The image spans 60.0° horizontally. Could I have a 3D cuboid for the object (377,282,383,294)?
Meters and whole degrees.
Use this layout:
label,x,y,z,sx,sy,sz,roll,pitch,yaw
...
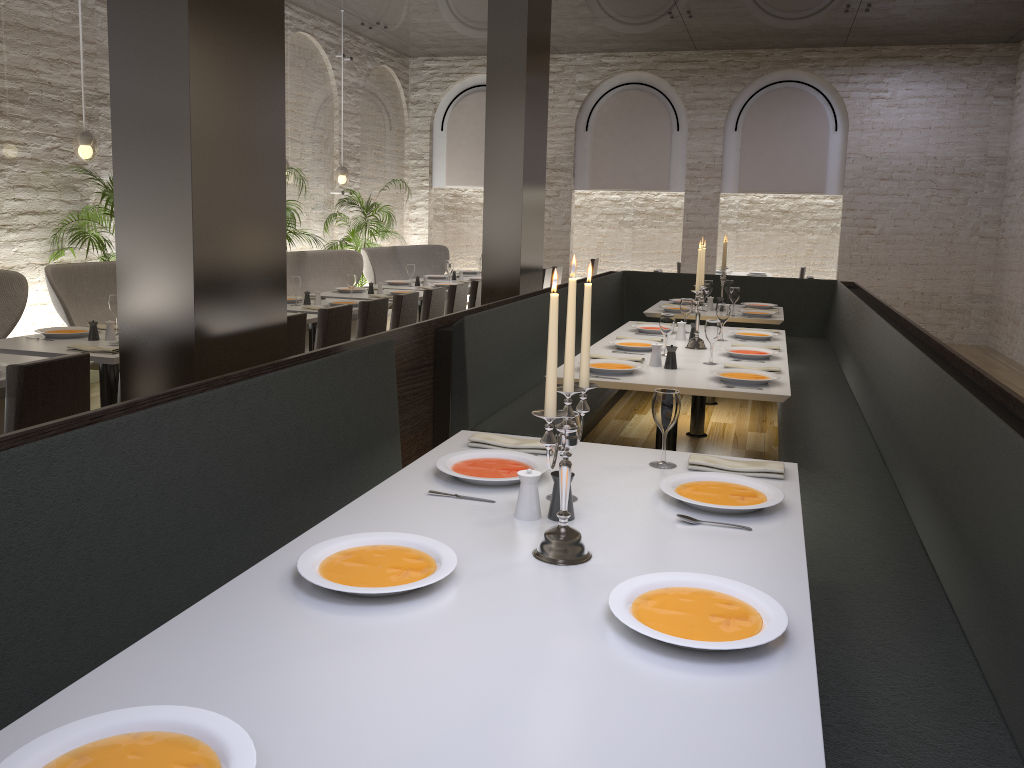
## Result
label,x,y,z,sx,sy,sz,roll,pitch,yaw
object,-1.219,-0.888,8.189,0.059,0.109,0.060,3,9,8

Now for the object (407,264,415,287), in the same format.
label,x,y,z,sx,sy,sz,roll,pitch,yaw
object,-1.042,-1.118,9.124,0.086,0.229,0.087,-7,12,-43

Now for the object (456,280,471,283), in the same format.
label,x,y,z,sx,sy,sz,roll,pitch,yaw
object,-0.476,-1.144,9.923,0.273,0.033,0.143,5,11,16

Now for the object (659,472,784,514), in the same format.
label,x,y,z,sx,sy,sz,roll,pitch,yaw
object,0.551,0.294,2.341,0.322,0.036,0.323,9,13,35

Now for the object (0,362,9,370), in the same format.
label,x,y,z,sx,sy,sz,roll,pitch,yaw
object,-2.308,-0.051,3.752,0.321,0.036,0.323,1,11,-6

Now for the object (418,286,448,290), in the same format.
label,x,y,z,sx,sy,sz,roll,pitch,yaw
object,-0.787,-0.957,8.875,0.273,0.033,0.143,5,11,16

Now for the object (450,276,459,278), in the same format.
label,x,y,z,sx,sy,sz,roll,pitch,yaw
object,-0.774,-1.304,10.735,0.273,0.033,0.143,5,11,16

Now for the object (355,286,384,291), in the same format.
label,x,y,z,sx,sy,sz,roll,pitch,yaw
object,-1.401,-0.928,8.623,0.273,0.033,0.143,5,11,16

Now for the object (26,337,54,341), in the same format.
label,x,y,z,sx,sy,sz,roll,pitch,yaw
object,-2.559,-0.245,4.807,0.185,0.010,0.017,5,10,16

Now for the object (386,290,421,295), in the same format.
label,x,y,z,sx,sy,sz,roll,pitch,yaw
object,-1.000,-0.835,8.152,0.321,0.036,0.323,1,11,-6

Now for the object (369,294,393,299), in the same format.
label,x,y,z,sx,sy,sz,roll,pitch,yaw
object,-1.103,-0.767,7.812,0.273,0.033,0.143,5,11,16

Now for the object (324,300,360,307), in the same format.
label,x,y,z,sx,sy,sz,roll,pitch,yaw
object,-1.331,-0.637,7.039,0.321,0.036,0.323,1,11,-6

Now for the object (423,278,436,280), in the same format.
label,x,y,z,sx,sy,sz,roll,pitch,yaw
object,-0.944,-1.213,10.242,0.185,0.010,0.017,5,10,16

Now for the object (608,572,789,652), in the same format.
label,x,y,z,sx,sy,sz,roll,pitch,yaw
object,0.336,0.423,1.619,0.321,0.036,0.324,0,11,-8

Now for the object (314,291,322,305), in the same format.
label,x,y,z,sx,sy,sz,roll,pitch,yaw
object,-1.549,-0.690,7.076,0.059,0.109,0.060,3,9,8

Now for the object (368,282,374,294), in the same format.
label,x,y,z,sx,sy,sz,roll,pitch,yaw
object,-1.299,-0.886,8.165,0.059,0.109,0.060,3,9,8

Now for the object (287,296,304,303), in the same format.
label,x,y,z,sx,sy,sz,roll,pitch,yaw
object,-1.846,-0.680,7.189,0.321,0.036,0.323,1,11,-6

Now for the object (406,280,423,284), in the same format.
label,x,y,z,sx,sy,sz,roll,pitch,yaw
object,-1.086,-1.117,9.686,0.273,0.033,0.143,5,11,16

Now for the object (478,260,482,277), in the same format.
label,x,y,z,sx,sy,sz,roll,pitch,yaw
object,-0.360,-1.360,10.528,0.086,0.229,0.087,-7,12,-43

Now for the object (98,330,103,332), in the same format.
label,x,y,z,sx,sy,sz,roll,pitch,yaw
object,-2.456,-0.309,5.149,0.181,0.015,0.038,5,11,17

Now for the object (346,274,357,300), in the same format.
label,x,y,z,sx,sy,sz,roll,pitch,yaw
object,-1.321,-0.784,7.292,0.086,0.229,0.087,-4,10,-31

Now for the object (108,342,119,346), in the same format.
label,x,y,z,sx,sy,sz,roll,pitch,yaw
object,-2.044,-0.205,4.657,0.181,0.015,0.038,5,11,17

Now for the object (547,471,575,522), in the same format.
label,x,y,z,sx,sy,sz,roll,pitch,yaw
object,0.122,0.271,2.170,0.069,0.126,0.069,3,9,10

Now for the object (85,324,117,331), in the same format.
label,x,y,z,sx,sy,sz,roll,pitch,yaw
object,-2.389,-0.336,5.300,0.273,0.033,0.143,5,11,16

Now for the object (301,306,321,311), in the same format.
label,x,y,z,sx,sy,sz,roll,pitch,yaw
object,-1.434,-0.569,6.698,0.273,0.033,0.143,5,11,16

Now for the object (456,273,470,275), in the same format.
label,x,y,z,sx,sy,sz,roll,pitch,yaw
object,-0.622,-1.406,11.326,0.185,0.010,0.017,5,10,16

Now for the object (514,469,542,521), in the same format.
label,x,y,z,sx,sy,sz,roll,pitch,yaw
object,0.041,0.269,2.168,0.069,0.126,0.069,3,9,10

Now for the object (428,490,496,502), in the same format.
label,x,y,z,sx,sy,sz,roll,pitch,yaw
object,-0.130,0.292,2.304,0.185,0.010,0.017,5,10,16

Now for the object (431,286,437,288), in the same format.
label,x,y,z,sx,sy,sz,roll,pitch,yaw
object,-0.741,-0.986,9.043,0.181,0.015,0.038,5,11,17

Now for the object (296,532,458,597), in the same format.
label,x,y,z,sx,sy,sz,roll,pitch,yaw
object,-0.272,0.372,1.795,0.321,0.036,0.324,0,11,-8

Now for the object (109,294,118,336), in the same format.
label,x,y,z,sx,sy,sz,roll,pitch,yaw
object,-2.251,-0.393,5.055,0.086,0.229,0.087,-4,10,-31

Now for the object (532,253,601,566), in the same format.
label,x,y,z,sx,sy,sz,roll,pitch,yaw
object,0.119,0.050,1.889,0.132,0.653,0.392,6,10,26

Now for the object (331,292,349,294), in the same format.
label,x,y,z,sx,sy,sz,roll,pitch,yaw
object,-1.571,-0.837,8.130,0.185,0.010,0.017,5,10,16

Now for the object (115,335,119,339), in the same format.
label,x,y,z,sx,sy,sz,roll,pitch,yaw
object,-1.987,-0.243,4.829,0.322,0.036,0.323,-7,13,-38

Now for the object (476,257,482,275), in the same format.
label,x,y,z,sx,sy,sz,roll,pitch,yaw
object,-0.414,-1.494,11.239,0.086,0.229,0.087,-7,12,-43

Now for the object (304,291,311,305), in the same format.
label,x,y,z,sx,sy,sz,roll,pitch,yaw
object,-1.630,-0.688,7.051,0.059,0.109,0.060,3,9,8

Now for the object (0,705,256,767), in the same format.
label,x,y,z,sx,sy,sz,roll,pitch,yaw
object,-0.481,0.498,1.090,0.321,0.036,0.324,0,11,-8

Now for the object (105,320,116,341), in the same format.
label,x,y,z,sx,sy,sz,roll,pitch,yaw
object,-2.206,-0.296,4.865,0.059,0.109,0.060,6,10,24

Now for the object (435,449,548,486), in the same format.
label,x,y,z,sx,sy,sz,roll,pitch,yaw
object,-0.057,0.244,2.518,0.322,0.036,0.323,9,13,35

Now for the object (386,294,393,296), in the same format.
label,x,y,z,sx,sy,sz,roll,pitch,yaw
object,-1.057,-0.797,7.980,0.181,0.015,0.038,5,11,17

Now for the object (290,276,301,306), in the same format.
label,x,y,z,sx,sy,sz,roll,pitch,yaw
object,-1.693,-0.727,6.932,0.086,0.229,0.087,-4,10,-31

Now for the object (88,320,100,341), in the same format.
label,x,y,z,sx,sy,sz,roll,pitch,yaw
object,-2.286,-0.294,4.841,0.059,0.109,0.060,6,10,24

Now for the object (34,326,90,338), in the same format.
label,x,y,z,sx,sy,sz,roll,pitch,yaw
object,-2.502,-0.286,4.979,0.322,0.036,0.323,-7,13,-38

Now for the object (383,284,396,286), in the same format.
label,x,y,z,sx,sy,sz,roll,pitch,yaw
object,-1.255,-1.026,9.193,0.185,0.010,0.017,5,10,16

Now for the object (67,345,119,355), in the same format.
label,x,y,z,sx,sy,sz,roll,pitch,yaw
object,-2.091,-0.176,4.488,0.273,0.033,0.143,5,11,16

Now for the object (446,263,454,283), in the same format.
label,x,y,z,sx,sy,sz,roll,pitch,yaw
object,-0.670,-1.174,9.485,0.086,0.229,0.087,-7,12,-43

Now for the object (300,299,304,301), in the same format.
label,x,y,z,sx,sy,sz,roll,pitch,yaw
object,-1.800,-0.702,7.359,0.181,0.015,0.038,5,11,17

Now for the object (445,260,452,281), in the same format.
label,x,y,z,sx,sy,sz,roll,pitch,yaw
object,-0.732,-1.304,10.167,0.086,0.229,0.087,-7,12,-43

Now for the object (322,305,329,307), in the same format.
label,x,y,z,sx,sy,sz,roll,pitch,yaw
object,-1.388,-0.599,6.867,0.181,0.015,0.038,5,11,17

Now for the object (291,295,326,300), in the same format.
label,x,y,z,sx,sy,sz,roll,pitch,yaw
object,-1.732,-0.729,7.510,0.273,0.033,0.143,5,11,16

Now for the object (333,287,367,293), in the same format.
label,x,y,z,sx,sy,sz,roll,pitch,yaw
object,-1.515,-0.878,8.302,0.321,0.036,0.323,1,11,-6

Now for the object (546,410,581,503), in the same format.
label,x,y,z,sx,sy,sz,roll,pitch,yaw
object,0.134,0.188,2.310,0.086,0.229,0.087,6,10,28
